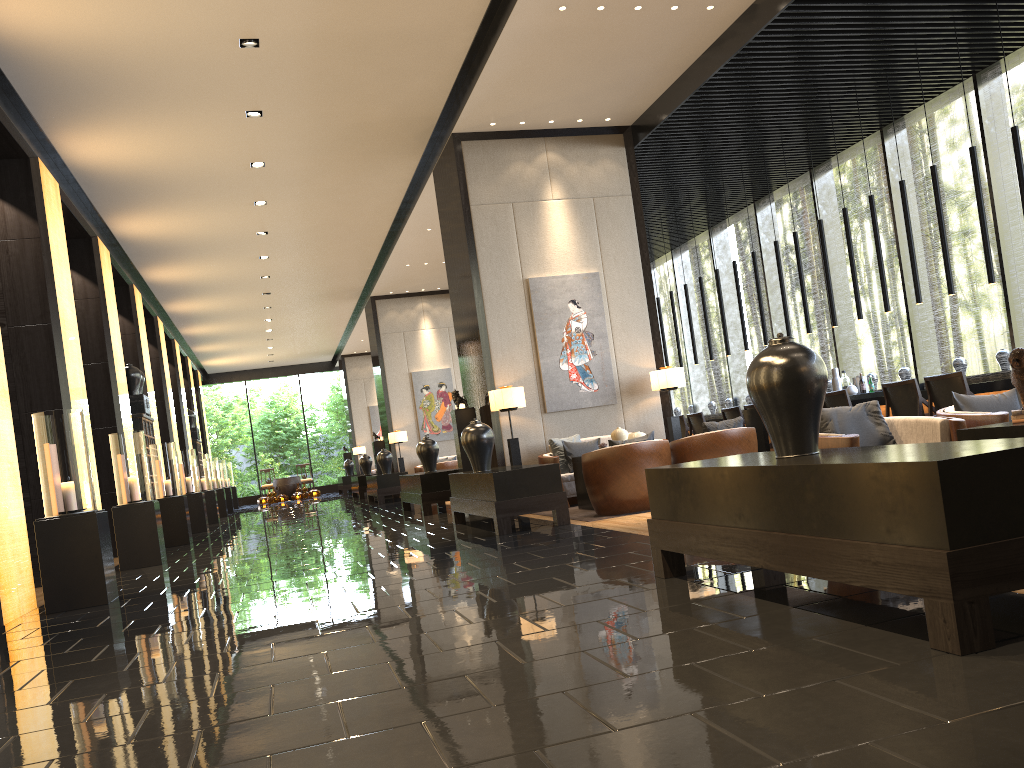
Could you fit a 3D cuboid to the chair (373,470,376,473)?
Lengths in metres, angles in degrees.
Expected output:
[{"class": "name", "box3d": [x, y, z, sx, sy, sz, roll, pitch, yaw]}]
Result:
[{"class": "chair", "box3d": [-3.494, 2.664, 25.054, 0.802, 0.603, 0.608, -7, -2, -15]}]

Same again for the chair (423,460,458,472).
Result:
[{"class": "chair", "box3d": [-1.201, 1.733, 16.333, 0.802, 0.603, 0.608, -7, -2, -15]}]

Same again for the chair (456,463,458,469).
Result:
[{"class": "chair", "box3d": [-0.409, 1.387, 12.990, 0.802, 0.603, 0.608, -7, -2, -15]}]

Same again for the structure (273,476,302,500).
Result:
[{"class": "structure", "box3d": [-7.017, 3.278, 27.698, 0.871, 0.709, 0.878, -7, -3, -27]}]

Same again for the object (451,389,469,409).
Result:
[{"class": "object", "box3d": [-0.602, 0.171, 10.154, 0.176, 0.246, 0.116, -7, -1, -15]}]

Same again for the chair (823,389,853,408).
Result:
[{"class": "chair", "box3d": [3.581, 0.461, 9.265, 0.562, 0.826, 0.527, -7, -2, -15]}]

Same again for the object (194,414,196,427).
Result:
[{"class": "object", "box3d": [-8.032, 0.876, 22.089, 0.310, 0.492, 0.313, -7, -2, -34]}]

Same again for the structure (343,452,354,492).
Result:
[{"class": "structure", "box3d": [-5.043, 2.740, 27.483, 0.240, 1.217, 0.241, -8, -1, -15]}]

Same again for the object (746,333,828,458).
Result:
[{"class": "object", "box3d": [1.099, 0.041, 3.519, 0.310, 0.492, 0.313, -7, -2, -26]}]

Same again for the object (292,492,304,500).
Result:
[{"class": "object", "box3d": [-6.513, 3.397, 26.907, 0.369, 0.229, 0.371, -7, -3, -13]}]

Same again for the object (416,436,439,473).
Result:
[{"class": "object", "box3d": [-1.140, 0.951, 12.035, 0.310, 0.492, 0.313, -7, -2, -34]}]

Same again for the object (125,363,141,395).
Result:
[{"class": "object", "box3d": [-5.707, -0.068, 13.248, 0.313, 0.492, 0.310, -9, -2, 41]}]

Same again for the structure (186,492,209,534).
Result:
[{"class": "structure", "box3d": [-5.348, 2.167, 14.848, 0.401, 0.657, 0.403, -7, -2, -15]}]

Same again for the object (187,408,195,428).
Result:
[{"class": "object", "box3d": [-7.948, 0.842, 21.768, 0.310, 0.492, 0.313, -6, -2, -41]}]

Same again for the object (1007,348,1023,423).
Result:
[{"class": "object", "box3d": [2.161, -0.001, 3.692, 0.174, 0.309, 0.228, -9, -2, 31]}]

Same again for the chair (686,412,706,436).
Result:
[{"class": "chair", "box3d": [2.774, 0.789, 12.334, 0.562, 0.826, 0.527, -7, -2, -15]}]

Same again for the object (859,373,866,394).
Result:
[{"class": "object", "box3d": [4.143, -0.006, 10.477, 0.066, 0.237, 0.067, -8, -1, -22]}]

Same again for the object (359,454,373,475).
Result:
[{"class": "object", "box3d": [-3.395, 1.867, 20.608, 0.311, 0.492, 0.312, -8, -2, 4]}]

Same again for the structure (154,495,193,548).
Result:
[{"class": "structure", "box3d": [-4.602, 1.864, 12.011, 0.401, 0.657, 0.403, -7, -2, -15]}]

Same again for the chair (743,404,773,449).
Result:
[{"class": "chair", "box3d": [3.177, 0.625, 10.799, 0.562, 0.826, 0.527, -7, -2, -15]}]

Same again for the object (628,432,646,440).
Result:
[{"class": "object", "box3d": [1.240, 0.561, 8.797, 0.245, 0.168, 0.246, -7, -3, -12]}]

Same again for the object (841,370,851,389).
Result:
[{"class": "object", "box3d": [3.994, -0.010, 10.607, 0.128, 0.305, 0.129, -7, -1, -29]}]

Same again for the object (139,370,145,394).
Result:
[{"class": "object", "box3d": [-5.791, -0.034, 13.569, 0.310, 0.492, 0.313, -7, -2, -34]}]

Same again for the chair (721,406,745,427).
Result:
[{"class": "chair", "box3d": [3.031, 0.684, 11.355, 0.562, 0.826, 0.527, -7, -2, -15]}]

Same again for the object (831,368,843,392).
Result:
[{"class": "object", "box3d": [3.860, -0.017, 10.527, 0.113, 0.344, 0.113, -8, -1, -20]}]

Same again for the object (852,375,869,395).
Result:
[{"class": "object", "box3d": [4.173, 0.008, 10.599, 0.168, 0.219, 0.169, -7, -2, -20]}]

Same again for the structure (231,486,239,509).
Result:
[{"class": "structure", "box3d": [-8.333, 3.380, 26.196, 0.401, 0.657, 0.403, -7, -2, -15]}]

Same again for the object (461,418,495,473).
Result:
[{"class": "object", "box3d": [-0.305, 0.559, 8.118, 0.311, 0.492, 0.312, -8, -2, 4]}]

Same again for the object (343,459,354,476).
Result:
[{"class": "object", "box3d": [-4.712, 2.402, 25.614, 0.311, 0.492, 0.312, -8, -2, 4]}]

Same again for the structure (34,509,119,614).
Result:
[{"class": "structure", "box3d": [-3.110, 1.258, 6.336, 0.401, 0.657, 0.403, -7, -2, -15]}]

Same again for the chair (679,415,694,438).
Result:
[{"class": "chair", "box3d": [2.627, 0.848, 12.889, 0.562, 0.826, 0.527, -7, -2, -15]}]

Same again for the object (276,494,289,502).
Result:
[{"class": "object", "box3d": [-6.953, 3.450, 26.784, 0.370, 0.229, 0.370, -8, -3, 7]}]

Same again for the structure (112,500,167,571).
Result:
[{"class": "structure", "box3d": [-3.856, 1.561, 9.173, 0.401, 0.657, 0.403, -7, -2, -15]}]

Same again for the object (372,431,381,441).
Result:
[{"class": "object", "box3d": [-2.884, 1.111, 18.817, 0.161, 0.217, 0.102, -7, -2, -27]}]

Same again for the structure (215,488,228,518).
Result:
[{"class": "structure", "box3d": [-6.841, 2.773, 20.522, 0.401, 0.657, 0.403, -7, -2, -15]}]

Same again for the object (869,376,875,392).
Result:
[{"class": "object", "box3d": [4.246, -0.001, 10.462, 0.056, 0.197, 0.056, -8, -1, -14]}]

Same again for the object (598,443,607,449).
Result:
[{"class": "object", "box3d": [0.903, 0.629, 8.739, 0.091, 0.112, 0.091, -9, -2, 37]}]

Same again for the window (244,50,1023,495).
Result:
[{"class": "window", "box3d": [-2.053, -0.105, 14.580, 12.030, 4.222, 32.005, -7, -4, -15]}]

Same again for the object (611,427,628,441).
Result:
[{"class": "object", "box3d": [1.061, 0.541, 8.692, 0.171, 0.235, 0.171, -9, -2, 20]}]

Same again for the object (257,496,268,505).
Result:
[{"class": "object", "box3d": [-7.633, 3.573, 27.202, 0.370, 0.229, 0.370, -8, -3, 2]}]

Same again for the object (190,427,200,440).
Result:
[{"class": "object", "box3d": [-7.924, 1.259, 21.918, 0.364, 0.314, 0.608, -7, -3, -15]}]

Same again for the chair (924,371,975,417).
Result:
[{"class": "chair", "box3d": [3.984, 0.297, 7.731, 0.562, 0.826, 0.527, -7, -2, -15]}]

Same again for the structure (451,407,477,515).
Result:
[{"class": "structure", "box3d": [-0.483, 0.887, 10.147, 0.240, 1.217, 0.241, -8, -1, -15]}]

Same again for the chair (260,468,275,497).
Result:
[{"class": "chair", "box3d": [-7.746, 3.235, 28.216, 0.519, 1.075, 0.538, -8, -1, -15]}]

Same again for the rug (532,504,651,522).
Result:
[{"class": "rug", "box3d": [1.286, 1.152, 8.725, 1.954, 0.008, 2.250, -7, -4, -15]}]

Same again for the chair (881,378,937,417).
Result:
[{"class": "chair", "box3d": [3.838, 0.356, 8.286, 0.562, 0.826, 0.527, -7, -2, -15]}]

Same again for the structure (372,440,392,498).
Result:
[{"class": "structure", "box3d": [-2.760, 1.812, 18.803, 0.240, 1.217, 0.241, -8, -1, -15]}]

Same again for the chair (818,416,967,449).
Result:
[{"class": "chair", "box3d": [1.833, 0.476, 4.465, 0.802, 0.603, 0.608, -7, -2, -15]}]

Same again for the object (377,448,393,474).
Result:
[{"class": "object", "box3d": [-2.416, 1.469, 16.886, 0.311, 0.492, 0.312, -8, -2, 4]}]

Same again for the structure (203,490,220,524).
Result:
[{"class": "structure", "box3d": [-6.095, 2.470, 17.685, 0.401, 0.657, 0.403, -7, -2, -15]}]

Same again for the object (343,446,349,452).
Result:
[{"class": "object", "box3d": [-5.161, 2.023, 27.483, 0.176, 0.246, 0.116, -8, -1, -10]}]

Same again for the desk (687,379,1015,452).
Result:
[{"class": "desk", "box3d": [2.413, 1.069, 15.169, 1.776, 0.758, 28.841, -7, -4, -15]}]

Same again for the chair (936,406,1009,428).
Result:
[{"class": "chair", "box3d": [2.653, 0.378, 4.686, 0.802, 0.603, 0.608, -7, -2, -15]}]

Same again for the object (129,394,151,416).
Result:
[{"class": "object", "box3d": [-5.683, 0.348, 13.398, 0.364, 0.314, 0.608, -7, -3, -15]}]

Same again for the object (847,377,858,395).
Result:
[{"class": "object", "box3d": [3.995, 0.021, 10.432, 0.135, 0.217, 0.136, -7, -2, -28]}]

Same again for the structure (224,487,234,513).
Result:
[{"class": "structure", "box3d": [-7.587, 3.077, 23.359, 0.401, 0.657, 0.403, -7, -2, -15]}]

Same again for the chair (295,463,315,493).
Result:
[{"class": "chair", "box3d": [-6.666, 3.105, 28.507, 0.519, 1.075, 0.538, -8, -1, -15]}]

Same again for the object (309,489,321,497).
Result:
[{"class": "object", "box3d": [-6.152, 3.395, 27.582, 0.368, 0.229, 0.371, -5, -4, -43]}]
